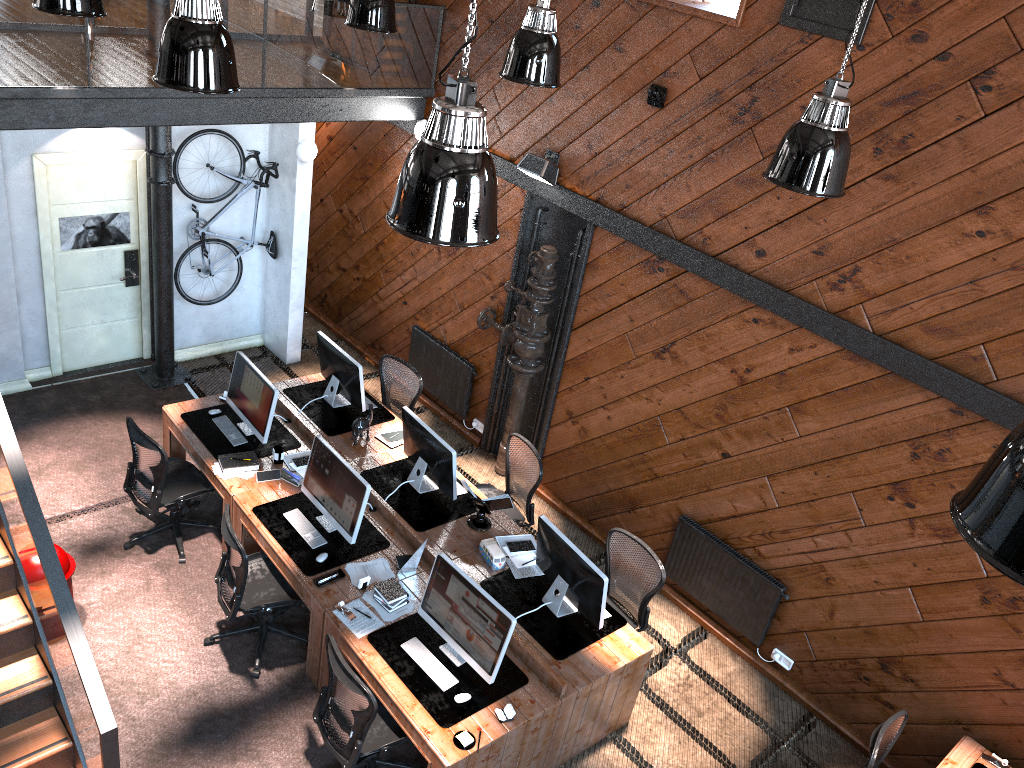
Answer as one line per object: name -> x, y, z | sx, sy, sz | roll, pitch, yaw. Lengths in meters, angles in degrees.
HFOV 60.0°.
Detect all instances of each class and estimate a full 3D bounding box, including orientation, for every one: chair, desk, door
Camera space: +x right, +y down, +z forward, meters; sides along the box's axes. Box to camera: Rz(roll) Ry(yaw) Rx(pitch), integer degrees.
chair -> 0.682, 1.674, 6.487 | 0.770, 1.085, 0.792 | 28, 33, 27
chair -> -0.858, 1.972, 5.400 | 0.770, 1.085, 0.792 | 28, 33, 27
desk -> 1.962, 3.401, 4.085 | 4.117, 0.840, 1.748 | -16, 39, -40
chair -> -2.692, 0.731, 6.983 | 0.770, 1.085, 0.792 | 22, 30, 19
door -> -4.046, -1.155, 8.662 | 1.013, 2.268, 0.064 | -16, 39, -40
chair -> -0.130, 1.010, 7.393 | 0.792, 1.085, 0.770 | -17, 39, -41
chair -> -1.208, 0.344, 8.210 | 0.770, 1.085, 0.792 | 22, 30, 19
chair -> -1.747, 1.344, 6.215 | 0.792, 1.085, 0.770 | -17, 39, -41
chair -> 2.328, 2.594, 5.416 | 0.792, 1.085, 0.770 | 22, 30, 19
desk -> -1.043, 1.262, 6.870 | 1.748, 0.840, 4.117 | -14, 38, -38

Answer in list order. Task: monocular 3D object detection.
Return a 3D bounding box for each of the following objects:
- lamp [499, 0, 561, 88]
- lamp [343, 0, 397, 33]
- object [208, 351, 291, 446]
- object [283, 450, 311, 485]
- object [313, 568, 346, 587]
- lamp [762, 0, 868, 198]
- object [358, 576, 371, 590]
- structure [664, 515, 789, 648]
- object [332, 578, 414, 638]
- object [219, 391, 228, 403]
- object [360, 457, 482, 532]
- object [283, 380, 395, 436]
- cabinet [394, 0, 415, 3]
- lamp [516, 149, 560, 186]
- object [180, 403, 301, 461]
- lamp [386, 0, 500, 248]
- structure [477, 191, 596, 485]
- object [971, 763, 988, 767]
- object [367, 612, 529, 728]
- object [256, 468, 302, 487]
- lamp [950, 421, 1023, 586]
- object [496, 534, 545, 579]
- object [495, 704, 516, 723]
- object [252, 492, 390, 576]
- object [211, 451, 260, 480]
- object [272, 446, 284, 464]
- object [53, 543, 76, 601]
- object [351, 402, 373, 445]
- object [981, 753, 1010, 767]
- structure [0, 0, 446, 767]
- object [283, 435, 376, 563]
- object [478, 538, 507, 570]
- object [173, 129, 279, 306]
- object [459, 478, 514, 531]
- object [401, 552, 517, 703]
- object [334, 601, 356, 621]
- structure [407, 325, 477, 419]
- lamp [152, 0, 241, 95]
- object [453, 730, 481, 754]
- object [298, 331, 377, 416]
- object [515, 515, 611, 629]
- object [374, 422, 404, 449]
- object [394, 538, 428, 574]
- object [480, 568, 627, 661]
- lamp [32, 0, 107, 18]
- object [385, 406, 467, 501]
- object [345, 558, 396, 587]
lamp -> 0.327, -3.154, 5.651 | 0.445, 2.372, 0.445 | 7, 29, -8
lamp -> -0.982, -4.008, 6.860 | 0.445, 2.372, 0.445 | 14, 29, 5
object -> -2.179, 0.134, 7.239 | 0.692, 0.581, 0.586 | 12, 29, 1
object -> -1.603, 0.661, 7.029 | 0.304, 0.017, 0.467 | -10, 35, -34
object -> -1.235, 1.310, 5.996 | 0.215, 0.031, 0.089 | -16, 39, -40
lamp -> 1.805, -2.120, 4.317 | 0.445, 2.372, 0.445 | -7, 34, -30
object -> -0.994, 1.339, 5.958 | 0.076, 0.102, 0.034 | -15, 38, -40
structure -> 1.676, 1.583, 7.077 | 0.073, 0.628, 1.064 | -16, 39, -40
object -> -0.899, 1.438, 5.811 | 0.478, 0.098, 0.319 | -18, 40, -42
object -> -2.478, 0.109, 7.682 | 0.082, 0.063, 0.106 | 18, 29, 12
object -> -0.706, 0.841, 7.052 | 0.687, 0.008, 0.848 | -15, 38, -39
object -> -1.552, 0.181, 7.941 | 0.687, 0.008, 0.848 | -15, 38, -39
cabinet -> -1.386, -3.676, 8.633 | 0.365, 1.081, 0.957 | -16, 39, -40
lamp -> 0.238, -1.829, 7.482 | 0.262, 0.260, 0.328 | -16, 39, -40
object -> -2.244, 0.382, 7.332 | 0.687, 0.008, 0.848 | -15, 38, -39
lamp -> -0.069, -1.642, 2.921 | 0.445, 2.372, 0.445 | -1, 31, -22
structure -> 0.117, -0.379, 8.277 | 0.500, 2.745, 1.003 | -12, 36, -36
object -> 2.850, 2.621, 5.112 | 0.848, 0.008, 0.687 | -16, 39, -40
object -> -0.405, 1.724, 5.568 | 0.687, 0.008, 0.848 | -15, 38, -39
object -> -1.789, 0.706, 6.829 | 0.347, 0.083, 0.129 | 7, 29, -7
lamp -> 1.478, -0.634, 1.547 | 0.445, 2.372, 0.445 | 11, 29, 0
object -> 0.085, 1.261, 6.551 | 0.304, 0.017, 0.467 | -1, 31, -21
object -> -0.043, 1.944, 5.242 | 0.106, 0.063, 0.082 | -4, 32, -26
object -> -1.391, 1.039, 6.451 | 0.687, 0.008, 0.848 | -15, 38, -39
object -> -2.141, 0.621, 6.875 | 0.363, 0.065, 0.325 | 0, 30, -19
object -> -1.854, 0.558, 7.031 | 0.078, 0.138, 0.099 | -4, 32, -26
object -> -3.175, 1.386, 6.001 | 0.414, 0.707, 0.414 | 11, 29, -1
object -> -1.243, 0.316, 7.452 | 0.229, 0.351, 0.135 | -18, 40, -42
object -> 3.053, 2.367, 5.584 | 0.159, 0.064, 0.054 | 30, 34, 31
structure -> -4.004, 0.045, 5.409 | 10.620, 4.603, 5.793 | -16, 39, -40
object -> -1.315, 0.821, 6.304 | 0.654, 0.576, 0.735 | 12, 29, 1
object -> -0.139, 1.236, 6.456 | 0.128, 0.146, 0.253 | -6, 33, -29
object -> -2.842, -1.652, 8.959 | 0.655, 1.846, 1.022 | 20, 30, 16
object -> -0.217, 0.902, 6.718 | 0.417, 0.380, 0.304 | 19, 29, 14
object -> -0.274, 1.465, 5.510 | 0.610, 0.573, 0.714 | -17, 39, -41
object -> -1.077, 1.459, 5.747 | 0.159, 0.064, 0.054 | 27, 32, 27
structure -> -0.748, -0.117, 9.277 | 0.073, 0.628, 1.064 | -16, 39, -40
lamp -> -1.492, -2.639, 4.210 | 0.445, 2.372, 0.445 | 14, 29, 5
object -> -0.258, 2.024, 5.057 | 0.154, 0.026, 0.158 | 11, 29, 0
object -> -1.486, -0.074, 7.856 | 0.648, 0.576, 0.799 | 11, 29, -1
object -> 0.407, 1.315, 6.029 | 0.663, 0.578, 0.811 | 15, 29, 7
object -> -0.992, 0.437, 7.627 | 0.229, 0.060, 0.316 | 30, 34, 31
object -> -0.714, 1.158, 6.151 | 0.165, 0.320, 0.178 | -9, 35, -33
object -> 0.286, 1.523, 6.177 | 0.687, 0.008, 0.848 | -15, 38, -39
lamp -> -2.734, -3.503, 5.325 | 0.445, 2.372, 0.445 | -18, 40, -42
object -> -0.623, 0.574, 6.997 | 0.642, 0.578, 0.772 | 11, 29, -1
object -> -0.980, 1.300, 6.132 | 0.315, 0.002, 0.246 | -5, 33, -28
